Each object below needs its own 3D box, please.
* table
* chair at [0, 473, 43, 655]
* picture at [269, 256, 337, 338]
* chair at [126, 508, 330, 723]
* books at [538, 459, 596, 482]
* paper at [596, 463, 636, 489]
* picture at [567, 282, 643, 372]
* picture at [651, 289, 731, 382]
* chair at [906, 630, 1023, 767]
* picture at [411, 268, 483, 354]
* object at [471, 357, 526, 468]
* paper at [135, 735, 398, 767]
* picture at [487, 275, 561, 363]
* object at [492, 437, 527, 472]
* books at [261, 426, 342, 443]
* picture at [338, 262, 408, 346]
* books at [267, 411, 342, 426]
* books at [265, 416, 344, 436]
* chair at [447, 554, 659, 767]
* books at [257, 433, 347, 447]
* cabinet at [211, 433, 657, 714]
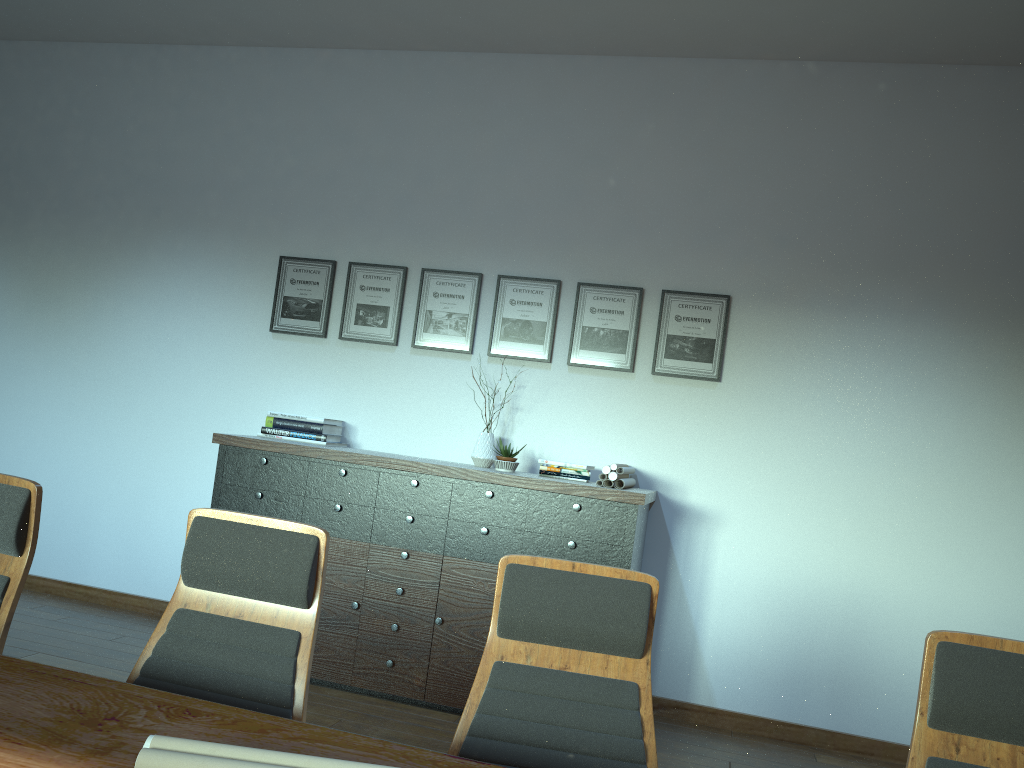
[{"bbox_3d":[-0.199,1.024,0.741,5.534,0.796,1.790,7,-3,14],"label":"table"},{"bbox_3d":[-1.633,0.766,2.152,0.705,1.126,0.698,7,-2,21],"label":"chair"},{"bbox_3d":[-1.309,-0.547,5.545,0.379,0.483,0.028,7,-1,14],"label":"picture"},{"bbox_3d":[-0.794,0.864,1.952,0.705,1.126,0.698,7,-2,14],"label":"chair"},{"bbox_3d":[0.299,0.480,4.896,0.306,0.089,0.227,7,-4,11],"label":"books"},{"bbox_3d":[0.561,0.486,4.710,0.144,0.124,0.647,7,-4,14],"label":"paper"},{"bbox_3d":[0.534,-0.329,5.095,0.379,0.483,0.028,7,-1,14],"label":"picture"},{"bbox_3d":[1.004,-0.274,4.981,0.379,0.483,0.028,7,-1,14],"label":"picture"},{"bbox_3d":[0.923,1.064,1.522,0.705,1.126,0.698,7,-2,15],"label":"chair"},{"bbox_3d":[-0.392,-0.440,5.321,0.379,0.483,0.028,7,-1,14],"label":"picture"},{"bbox_3d":[-0.103,0.148,5.040,0.443,0.662,0.213,6,-2,29],"label":"object"},{"bbox_3d":[0.268,0.642,0.727,0.630,0.083,2.238,10,-5,-36],"label":"paper"},{"bbox_3d":[0.070,-0.386,5.208,0.379,0.483,0.028,7,-1,14],"label":"picture"},{"bbox_3d":[-0.022,0.387,4.868,0.153,0.187,0.177,9,-3,-36],"label":"object"},{"bbox_3d":[-1.253,0.304,5.297,0.403,0.041,0.274,7,-4,9],"label":"books"},{"bbox_3d":[-0.853,-0.494,5.434,0.379,0.483,0.028,7,-1,14],"label":"picture"},{"bbox_3d":[-1.240,0.208,5.331,0.361,0.032,0.292,7,-4,12],"label":"books"},{"bbox_3d":[-1.246,0.255,5.330,0.368,0.063,0.288,7,-4,14],"label":"books"},{"bbox_3d":[0.065,0.972,1.858,0.706,1.126,0.697,7,-2,6],"label":"chair"},{"bbox_3d":[-1.250,0.337,5.314,0.442,0.021,0.324,7,-4,14],"label":"books"},{"bbox_3d":[-0.482,1.044,4.890,2.344,1.232,0.769,7,-2,14],"label":"cabinet"}]
